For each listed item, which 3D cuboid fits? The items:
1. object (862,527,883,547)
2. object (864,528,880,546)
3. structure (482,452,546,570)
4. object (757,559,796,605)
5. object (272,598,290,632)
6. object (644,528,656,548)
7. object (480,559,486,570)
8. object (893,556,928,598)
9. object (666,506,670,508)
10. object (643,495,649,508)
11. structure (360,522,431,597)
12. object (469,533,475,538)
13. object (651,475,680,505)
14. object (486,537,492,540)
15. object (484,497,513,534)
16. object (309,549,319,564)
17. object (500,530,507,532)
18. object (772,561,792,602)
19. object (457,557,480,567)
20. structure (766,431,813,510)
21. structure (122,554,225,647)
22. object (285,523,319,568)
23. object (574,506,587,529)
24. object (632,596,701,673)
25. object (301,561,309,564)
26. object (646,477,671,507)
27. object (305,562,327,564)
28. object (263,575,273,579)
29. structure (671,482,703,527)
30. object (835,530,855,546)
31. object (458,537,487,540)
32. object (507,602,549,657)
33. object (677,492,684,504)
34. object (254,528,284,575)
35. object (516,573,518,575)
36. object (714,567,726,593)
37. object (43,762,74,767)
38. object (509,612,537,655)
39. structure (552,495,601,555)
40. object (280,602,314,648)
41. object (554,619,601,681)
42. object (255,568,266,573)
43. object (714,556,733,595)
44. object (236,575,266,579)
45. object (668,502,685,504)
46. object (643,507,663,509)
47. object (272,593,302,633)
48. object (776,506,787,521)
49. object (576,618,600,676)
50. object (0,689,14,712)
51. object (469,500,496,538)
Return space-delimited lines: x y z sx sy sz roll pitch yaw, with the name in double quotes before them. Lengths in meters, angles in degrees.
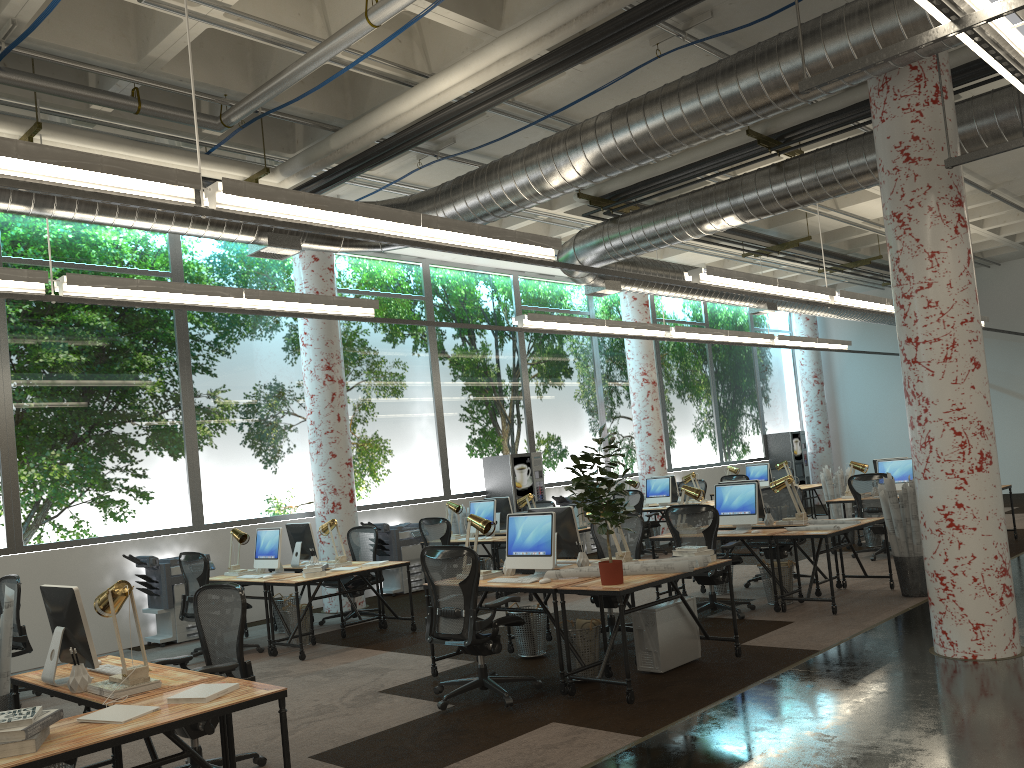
"object" 5.105 2.063 12.492 0.360 0.434 0.353 -9 -5 40
"object" 5.048 2.077 12.438 0.236 0.402 0.119 -9 -4 44
"structure" 0.097 2.032 14.192 0.640 1.806 0.749 -8 -4 44
"object" 2.620 1.946 8.738 0.360 0.434 0.353 -9 -5 40
"object" -2.598 2.592 9.955 0.236 0.402 0.119 -9 -4 44
"object" 2.331 2.600 15.073 0.236 0.402 0.119 -9 -4 44
"object" -0.432 2.595 12.204 0.236 0.402 0.119 -9 -4 44
"object" 3.853 1.827 8.463 0.353 0.397 0.354 -6 -4 -1
"object" 2.476 1.943 14.015 0.106 0.029 0.060 0 -7 -45
"object" 2.211 1.944 14.671 0.101 0.209 0.102 -6 -3 -1
"structure" -1.561 2.403 12.419 0.505 1.055 1.057 -9 -5 44
"object" -0.552 1.939 11.802 0.101 0.209 0.102 -6 -3 -1
"object" 2.577 1.797 14.961 0.486 0.484 0.189 -9 -5 44
"object" -0.287 1.939 11.146 0.106 0.029 0.060 0 -7 -45
"object" -0.187 1.792 12.092 0.486 0.484 0.189 -9 -5 44
"object" -2.140 1.879 9.560 0.101 0.209 0.102 -6 -3 -1
"object" 0.009 2.020 12.224 0.441 0.017 0.118 -11 -8 44
"object" 2.680 1.958 8.791 0.236 0.402 0.119 -9 -4 44
"object" -0.612 2.684 12.774 0.352 0.397 0.355 -4 -4 -27
"structure" 6.569 2.043 20.911 0.640 1.806 0.749 -8 -4 44
"structure" -3.804 2.398 10.087 0.505 1.055 1.057 -9 -5 44
"object" -2.353 1.789 9.843 0.486 0.484 0.189 -9 -5 44
"object" 0.804 1.728 11.483 0.282 0.301 0.150 -9 -5 44
"object" 1.159 1.854 6.604 0.222 0.454 0.541 -9 -5 44
"object" -2.387 2.055 10.208 0.106 0.029 0.060 0 -7 -45
"object" 2.397 1.761 14.399 0.486 0.484 0.189 -9 -5 44
"object" -2.157 2.017 9.975 0.441 0.017 0.118 -11 -8 44
"object" -2.453 1.935 8.897 0.106 0.029 0.060 0 -7 -45
"structure" 3.455 2.411 17.626 0.505 1.055 1.057 -9 -5 44
"object" 4.869 2.167 13.008 0.353 0.397 0.354 -6 -4 -1
"object" -0.516 1.990 11.378 0.441 0.017 0.118 -11 -8 44
"object" 0.149 2.038 7.395 0.360 0.434 0.353 -9 -5 40
"object" 2.790 1.888 14.677 0.101 0.209 0.102 -6 -3 -1
"object" -2.532 1.752 9.281 0.486 0.484 0.189 -9 -5 44
"object" 0.029 2.468 11.353 0.236 0.402 0.119 -9 -4 44
"object" 2.219 2.086 9.642 0.236 0.402 0.119 -9 -4 44
"object" -2.457 2.051 4.646 0.360 0.434 0.353 -9 -5 40
"object" 0.092 2.052 7.341 0.236 0.402 0.119 -9 -4 44
"structure" 1.203 2.407 15.288 0.505 1.055 1.057 -9 -5 44
"object" -2.197 2.451 9.051 0.360 0.434 0.353 -9 -5 40
"object" 0.494 1.911 6.437 0.360 0.434 0.353 -9 -5 40
"object" -2.718 1.936 9.553 0.101 0.209 0.102 -6 -3 -1
"object" 2.275 2.072 9.696 0.360 0.434 0.353 -9 -5 40
"object" -2.682 1.986 9.129 0.441 0.017 0.118 -11 -8 44
"object" 2.772 2.025 15.093 0.441 0.017 0.118 -11 -8 44
"object" 2.247 1.995 14.247 0.441 0.017 0.118 -11 -8 44
"object" -2.541 2.578 10.009 0.360 0.434 0.353 -9 -5 40
"object" 5.044 2.476 16.560 0.236 0.402 0.119 -9 -4 44
"object" 0.554 1.924 6.490 0.236 0.402 0.119 -9 -4 44
"object" -3.587 2.328 6.052 0.353 0.397 0.354 -6 -4 -1
"object" -0.541 2.155 11.721 1.082 1.206 0.190 -9 -4 44
